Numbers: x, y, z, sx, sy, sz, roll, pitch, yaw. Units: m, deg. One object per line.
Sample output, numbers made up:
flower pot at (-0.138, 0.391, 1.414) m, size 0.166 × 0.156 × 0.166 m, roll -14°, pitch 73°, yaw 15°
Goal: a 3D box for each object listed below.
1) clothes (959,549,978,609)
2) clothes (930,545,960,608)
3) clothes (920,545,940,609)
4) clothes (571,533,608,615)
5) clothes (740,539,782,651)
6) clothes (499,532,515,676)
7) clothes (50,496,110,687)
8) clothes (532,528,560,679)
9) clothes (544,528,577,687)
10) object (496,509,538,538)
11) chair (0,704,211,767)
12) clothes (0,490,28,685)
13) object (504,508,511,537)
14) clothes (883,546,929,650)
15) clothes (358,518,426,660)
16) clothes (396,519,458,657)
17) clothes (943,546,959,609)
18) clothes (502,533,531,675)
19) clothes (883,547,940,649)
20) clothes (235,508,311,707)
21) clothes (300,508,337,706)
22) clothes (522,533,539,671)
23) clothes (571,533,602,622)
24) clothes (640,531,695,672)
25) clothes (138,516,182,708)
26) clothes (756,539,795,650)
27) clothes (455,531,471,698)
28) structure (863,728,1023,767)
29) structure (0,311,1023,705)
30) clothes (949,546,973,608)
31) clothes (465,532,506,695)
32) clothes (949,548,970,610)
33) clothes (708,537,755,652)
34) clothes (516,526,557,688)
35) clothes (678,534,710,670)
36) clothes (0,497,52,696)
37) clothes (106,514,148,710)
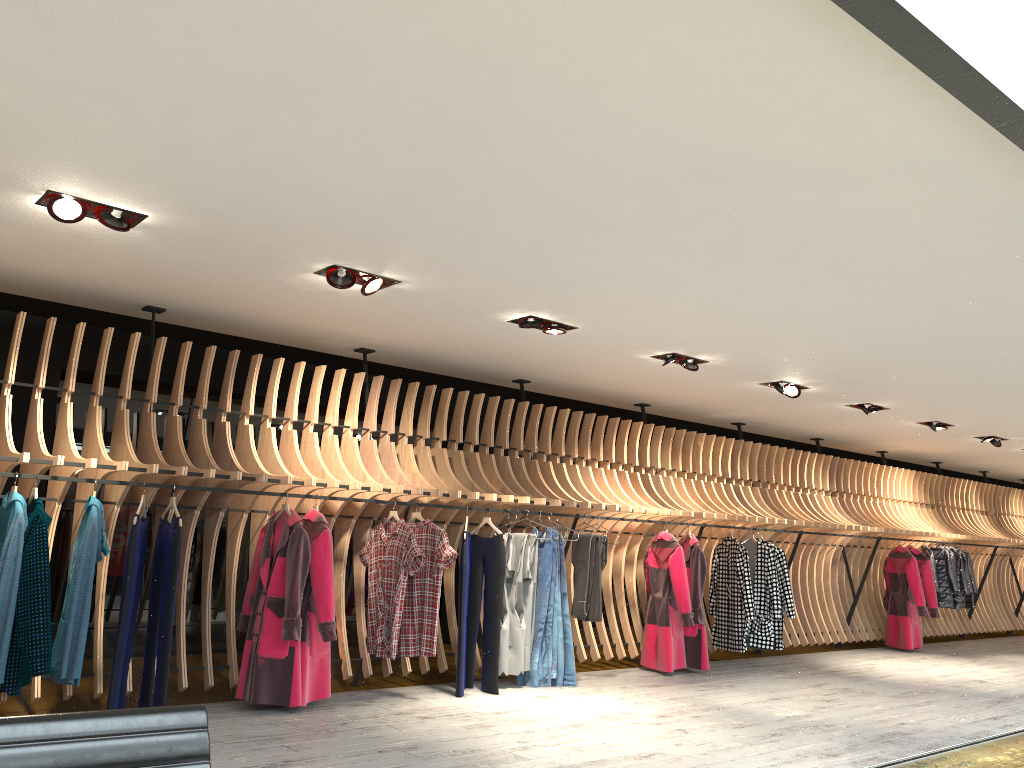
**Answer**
clothes at (6.582, 2.830, 12.878) m, size 0.181 × 0.857 × 0.680 m, roll 2°, pitch -11°, yaw 3°
clothes at (5.937, 2.672, 12.313) m, size 0.501 × 0.857 × 0.244 m, roll -5°, pitch -13°, yaw 34°
clothes at (5.706, 2.647, 12.155) m, size 0.166 × 0.857 × 0.743 m, roll 2°, pitch -11°, yaw 5°
clothes at (0.715, 1.766, 8.161) m, size 0.254 × 0.778 × 0.335 m, roll 7°, pitch -12°, yaw -24°
clothes at (2.538, 2.246, 9.535) m, size 0.191 × 1.164 × 0.771 m, roll 11°, pitch -14°, yaw -39°
clothes at (-0.066, 1.807, 7.332) m, size 0.170 × 1.146 × 0.272 m, roll 4°, pitch -11°, yaw -8°
clothes at (-2.579, 1.216, 5.323) m, size 0.256 × 1.091 × 0.713 m, roll 10°, pitch -13°, yaw -34°
clothes at (0.288, 1.900, 7.680) m, size 0.277 × 1.296 × 0.315 m, roll 0°, pitch -11°, yaw 14°
clothes at (0.431, 2.033, 7.706) m, size 0.312 × 1.541 × 0.372 m, roll 8°, pitch -13°, yaw -28°
object at (0.039, 1.191, 7.545) m, size 0.023 × 0.251 × 0.548 m, roll 11°, pitch -13°, yaw -38°
chair at (-0.593, 0.922, 1.131) m, size 0.692 × 0.862 × 0.667 m, roll 13°, pitch -15°, yaw -43°
clothes at (-2.913, 1.153, 5.047) m, size 0.256 × 1.091 × 0.714 m, roll 13°, pitch -15°, yaw -43°
object at (-0.034, 1.173, 7.485) m, size 0.023 × 0.243 × 0.547 m, roll 3°, pitch -10°, yaw -3°
clothes at (5.175, 2.806, 11.703) m, size 0.321 × 1.316 × 0.837 m, roll 5°, pitch -11°, yaw -11°
clothes at (-0.934, 1.523, 6.655) m, size 0.187 × 1.024 × 0.759 m, roll 11°, pitch -14°, yaw -38°
clothes at (-0.755, 1.551, 6.784) m, size 0.759 × 1.033 × 0.179 m, roll -5°, pitch -13°, yaw 35°
clothes at (6.095, 2.714, 12.494) m, size 0.227 × 0.857 × 0.510 m, roll 6°, pitch -12°, yaw -19°
clothes at (0.024, 1.819, 7.389) m, size 0.172 × 1.145 × 0.277 m, roll 9°, pitch -13°, yaw -32°
clothes at (5.341, 2.859, 11.931) m, size 0.318 × 1.321 × 0.838 m, roll 9°, pitch -13°, yaw -32°
clothes at (-1.636, 1.501, 6.067) m, size 0.320 × 1.316 × 0.838 m, roll 12°, pitch -14°, yaw -40°
clothes at (-1.415, 1.543, 6.249) m, size 0.320 × 1.316 × 0.838 m, roll 9°, pitch -13°, yaw -30°
clothes at (0.069, 1.843, 7.499) m, size 0.273 × 1.146 × 0.169 m, roll 1°, pitch -11°, yaw 7°
clothes at (0.662, 1.734, 7.958) m, size 0.263 × 0.769 × 0.278 m, roll 9°, pitch -13°, yaw -32°
clothes at (1.514, 2.108, 8.672) m, size 0.321 × 1.316 × 0.837 m, roll 7°, pitch -12°, yaw -21°
clothes at (-2.210, 1.512, 5.557) m, size 0.087 × 1.357 × 0.538 m, roll 10°, pitch -13°, yaw -35°
clothes at (2.717, 2.277, 9.666) m, size 0.772 × 1.164 × 0.191 m, roll -7°, pitch -14°, yaw 39°
clothes at (-0.391, 1.861, 7.066) m, size 0.087 × 1.357 × 0.537 m, roll 3°, pitch -11°, yaw 0°
structure at (4.102, 1.182, 1.414) m, size 18.444 × 0.847 × 4.828 m, roll 11°, pitch -13°, yaw -39°
structure at (6.811, 0.995, 4.638) m, size 36.493 × 2.448 × 14.860 m, roll 11°, pitch -13°, yaw -39°
clothes at (6.319, 2.760, 12.690) m, size 0.233 × 0.859 × 0.529 m, roll 12°, pitch -14°, yaw -40°
clothes at (-0.247, 1.893, 7.207) m, size 0.087 × 1.357 × 0.538 m, roll 12°, pitch -14°, yaw -40°
clothes at (6.232, 2.763, 12.594) m, size 0.211 × 0.857 × 0.583 m, roll 5°, pitch -11°, yaw -12°
clothes at (2.325, 2.202, 9.341) m, size 0.191 × 1.164 × 0.771 m, roll 6°, pitch -11°, yaw -19°
clothes at (0.196, 1.986, 7.537) m, size 0.316 × 1.548 × 0.276 m, roll 12°, pitch -15°, yaw -40°
clothes at (1.732, 2.150, 8.855) m, size 0.321 × 1.316 × 0.837 m, roll 5°, pitch -11°, yaw -11°
clothes at (-2.815, 1.198, 5.115) m, size 0.237 × 1.085 × 0.912 m, roll 12°, pitch -14°, yaw -39°
clothes at (-2.368, 1.486, 5.450) m, size 0.087 × 1.357 × 0.538 m, roll 5°, pitch -11°, yaw -15°
